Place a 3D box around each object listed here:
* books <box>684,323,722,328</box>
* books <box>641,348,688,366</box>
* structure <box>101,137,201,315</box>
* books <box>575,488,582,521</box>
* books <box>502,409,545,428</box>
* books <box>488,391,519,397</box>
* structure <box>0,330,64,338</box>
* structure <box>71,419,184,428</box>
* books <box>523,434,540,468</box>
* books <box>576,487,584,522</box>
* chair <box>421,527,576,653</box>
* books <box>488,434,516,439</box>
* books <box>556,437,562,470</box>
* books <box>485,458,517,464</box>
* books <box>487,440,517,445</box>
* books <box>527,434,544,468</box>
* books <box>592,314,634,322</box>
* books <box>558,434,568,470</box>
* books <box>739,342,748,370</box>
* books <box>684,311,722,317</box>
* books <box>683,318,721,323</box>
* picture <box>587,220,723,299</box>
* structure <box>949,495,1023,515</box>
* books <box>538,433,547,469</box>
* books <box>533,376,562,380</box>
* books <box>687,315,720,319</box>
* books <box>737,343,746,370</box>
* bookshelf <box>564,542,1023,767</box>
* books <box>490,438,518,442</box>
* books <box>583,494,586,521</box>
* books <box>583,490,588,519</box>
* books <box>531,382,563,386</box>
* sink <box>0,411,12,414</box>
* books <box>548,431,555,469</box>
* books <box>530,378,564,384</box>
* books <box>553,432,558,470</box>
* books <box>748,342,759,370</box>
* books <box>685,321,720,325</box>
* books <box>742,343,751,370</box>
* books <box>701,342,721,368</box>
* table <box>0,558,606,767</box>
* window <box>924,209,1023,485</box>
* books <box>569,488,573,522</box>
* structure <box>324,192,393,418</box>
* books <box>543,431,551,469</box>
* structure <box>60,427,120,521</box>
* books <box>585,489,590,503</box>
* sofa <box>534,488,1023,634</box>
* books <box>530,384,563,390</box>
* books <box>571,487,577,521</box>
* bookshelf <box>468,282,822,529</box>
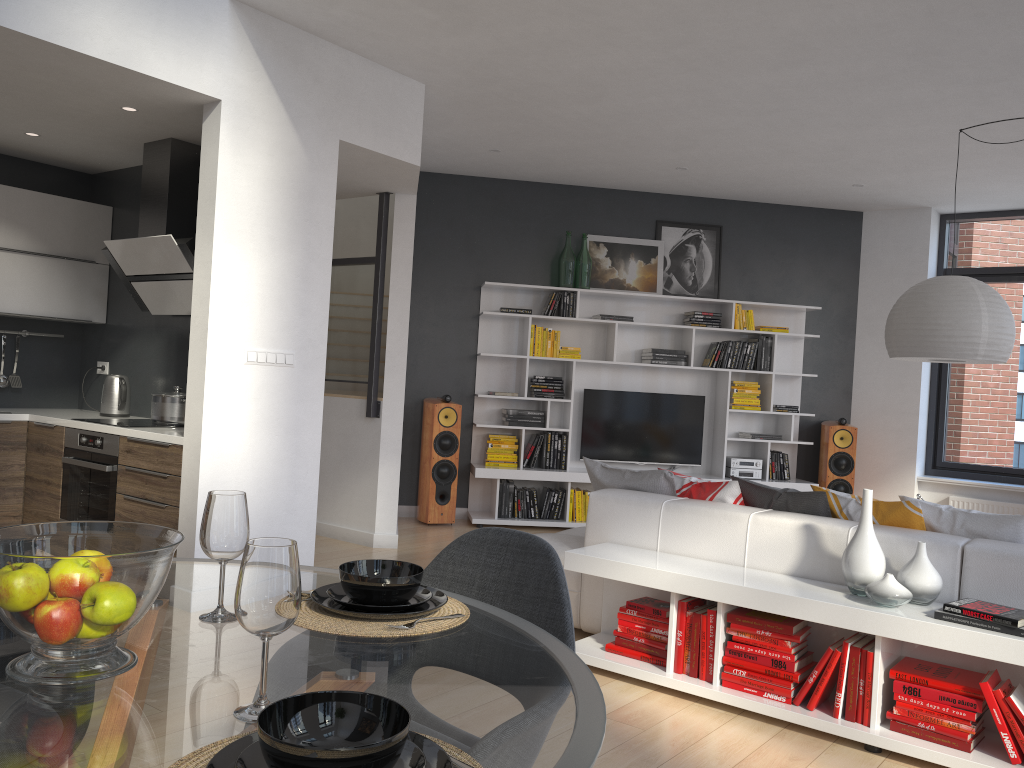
[{"bbox_3d":[1.686,-0.509,7.863,0.284,0.030,0.214,3,0,-4],"label":"books"},{"bbox_3d":[1.346,-0.232,7.834,0.343,0.137,0.277,3,0,-13],"label":"books"},{"bbox_3d":[-2.028,-0.920,5.244,0.898,0.998,0.407,4,0,37],"label":"structure"},{"bbox_3d":[0.553,1.034,7.607,0.066,0.258,0.198,3,0,-8],"label":"books"},{"bbox_3d":[0.094,0.294,7.672,0.343,0.137,0.277,3,0,-8],"label":"books"},{"bbox_3d":[-0.077,0.085,7.614,0.209,0.030,0.266,3,0,-14],"label":"books"},{"bbox_3d":[-3.993,-0.381,4.897,0.050,0.045,3.000,4,0,37],"label":"structure"},{"bbox_3d":[-2.154,0.228,5.179,0.600,0.006,0.550,4,0,37],"label":"structure"},{"bbox_3d":[0.146,0.576,7.674,0.142,0.284,0.232,3,0,-8],"label":"books"},{"bbox_3d":[0.583,1.033,7.610,0.038,0.267,0.202,3,0,-7],"label":"books"},{"bbox_3d":[-0.217,0.754,1.732,0.655,0.891,0.619,4,0,44],"label":"chair"},{"bbox_3d":[-0.086,0.452,7.674,0.234,0.024,0.171,3,0,-4],"label":"books"},{"bbox_3d":[0.390,0.595,7.693,0.028,0.272,0.200,3,0,-8],"label":"books"},{"bbox_3d":[-0.098,0.661,7.638,0.269,0.025,0.213,3,0,-5],"label":"books"},{"bbox_3d":[-0.085,0.502,7.655,0.238,0.023,0.167,3,0,8],"label":"books"},{"bbox_3d":[0.200,0.576,7.664,0.100,0.289,0.210,3,0,-9],"label":"books"},{"bbox_3d":[0.877,-0.567,7.748,0.310,0.047,0.250,3,0,-12],"label":"books"},{"bbox_3d":[0.430,0.587,7.700,0.051,0.297,0.230,3,0,-8],"label":"books"},{"bbox_3d":[2.025,-0.249,7.894,0.075,0.254,0.192,3,0,-9],"label":"books"},{"bbox_3d":[1.693,-0.615,7.871,0.266,0.030,0.209,3,0,-14],"label":"books"},{"bbox_3d":[1.688,-0.560,7.886,0.284,0.030,0.214,3,0,-4],"label":"books"},{"bbox_3d":[1.260,-1.120,7.931,1.279,0.707,0.076,3,0,-8],"label":"picture"},{"bbox_3d":[4.420,1.246,7.349,1.474,0.460,0.110,4,0,37],"label":"structure"},{"bbox_3d":[0.265,0.576,7.674,0.028,0.301,0.213,3,0,-8],"label":"books"},{"bbox_3d":[0.307,-0.052,7.668,0.246,0.026,0.180,3,0,0],"label":"books"},{"bbox_3d":[1.696,-0.588,7.860,0.246,0.026,0.180,3,0,-5],"label":"books"},{"bbox_3d":[2.005,-0.243,7.865,0.069,0.242,0.172,3,0,-7],"label":"books"},{"bbox_3d":[1.354,1.046,3.216,2.600,0.500,0.356,4,0,37],"label":"bookshelf"},{"bbox_3d":[-0.074,0.478,7.652,0.234,0.024,0.171,3,0,-4],"label":"books"},{"bbox_3d":[0.603,1.053,7.595,0.042,0.230,0.156,3,0,-9],"label":"books"},{"bbox_3d":[0.624,1.041,7.602,0.041,0.252,0.180,3,0,-8],"label":"books"},{"bbox_3d":[0.297,0.001,7.675,0.264,0.020,0.189,3,0,-4],"label":"books"},{"bbox_3d":[-3.405,0.122,5.253,0.512,0.518,0.626,4,0,37],"label":"sink"},{"bbox_3d":[0.328,0.566,7.691,0.026,0.326,0.237,3,0,-8],"label":"books"},{"bbox_3d":[0.301,-0.024,7.695,0.284,0.030,0.214,3,0,1],"label":"books"},{"bbox_3d":[0.357,0.574,7.695,0.034,0.315,0.239,3,0,-8],"label":"books"},{"bbox_3d":[2.122,-0.246,7.907,0.066,0.260,0.197,3,0,-8],"label":"books"},{"bbox_3d":[1.686,-0.535,7.866,0.264,0.020,0.189,3,0,-9],"label":"books"},{"bbox_3d":[2.052,-0.243,7.885,0.071,0.243,0.179,3,0,-9],"label":"books"},{"bbox_3d":[1.762,-0.255,7.857,0.104,0.234,0.182,3,0,-8],"label":"books"},{"bbox_3d":[-0.640,0.785,1.277,1.499,0.764,1.499,3,0,26],"label":"table"},{"bbox_3d":[4.690,-0.311,7.629,1.960,2.402,0.170,4,0,37],"label":"window"},{"bbox_3d":[0.483,1.023,7.571,0.029,0.270,0.204,3,0,-8],"label":"books"},{"bbox_3d":[-1.684,-1.082,8.586,4.190,4.339,2.823,4,0,37],"label":"structure"},{"bbox_3d":[0.296,0.570,7.684,0.034,0.314,0.237,3,0,-8],"label":"books"},{"bbox_3d":[-2.203,0.568,5.142,0.587,0.588,0.584,4,0,37],"label":"structure"},{"bbox_3d":[0.648,1.043,7.616,0.055,0.252,0.185,3,0,-9],"label":"books"},{"bbox_3d":[2.053,0.971,4.554,3.424,0.732,2.614,4,0,37],"label":"sofa"},{"bbox_3d":[0.297,0.026,7.671,0.284,0.030,0.214,3,0,1],"label":"books"},{"bbox_3d":[0.518,1.026,7.596,0.048,0.271,0.213,3,0,-8],"label":"books"},{"bbox_3d":[1.185,0.253,7.725,3.000,2.052,0.455,3,0,-8],"label":"bookshelf"}]
